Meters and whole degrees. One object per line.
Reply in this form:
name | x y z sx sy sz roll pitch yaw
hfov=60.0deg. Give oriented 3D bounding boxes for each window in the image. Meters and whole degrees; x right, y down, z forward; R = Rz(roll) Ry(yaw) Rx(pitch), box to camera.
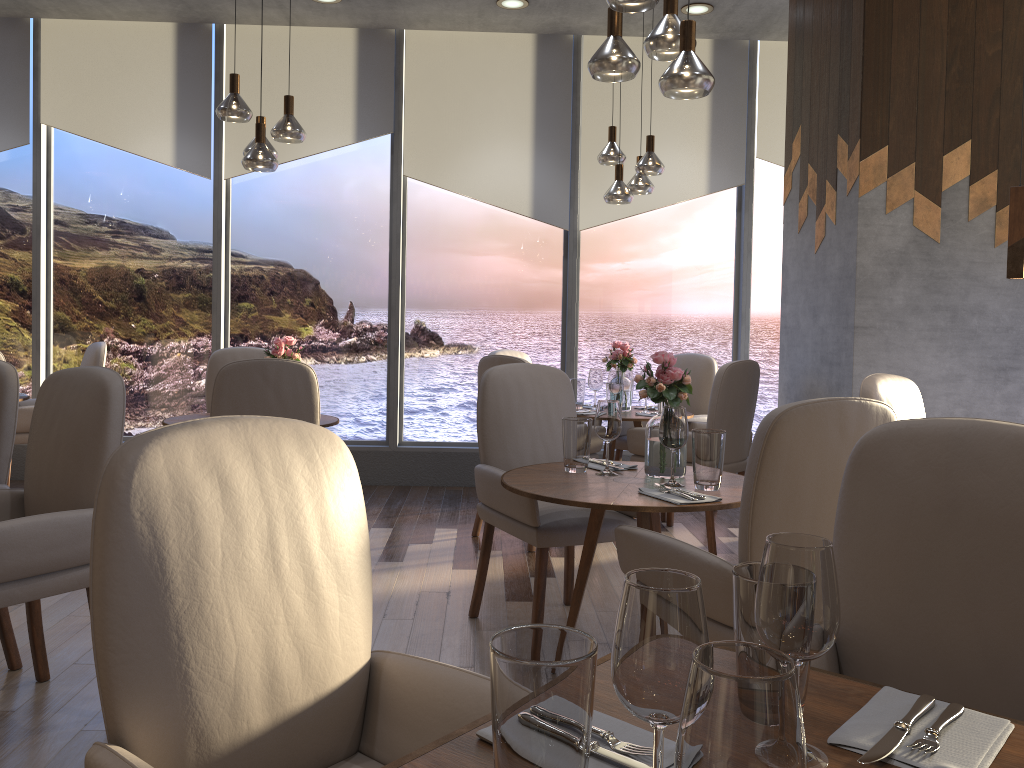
window | 0.246 -0.925 3.509 16.136 3.195 8.063 4 5 43

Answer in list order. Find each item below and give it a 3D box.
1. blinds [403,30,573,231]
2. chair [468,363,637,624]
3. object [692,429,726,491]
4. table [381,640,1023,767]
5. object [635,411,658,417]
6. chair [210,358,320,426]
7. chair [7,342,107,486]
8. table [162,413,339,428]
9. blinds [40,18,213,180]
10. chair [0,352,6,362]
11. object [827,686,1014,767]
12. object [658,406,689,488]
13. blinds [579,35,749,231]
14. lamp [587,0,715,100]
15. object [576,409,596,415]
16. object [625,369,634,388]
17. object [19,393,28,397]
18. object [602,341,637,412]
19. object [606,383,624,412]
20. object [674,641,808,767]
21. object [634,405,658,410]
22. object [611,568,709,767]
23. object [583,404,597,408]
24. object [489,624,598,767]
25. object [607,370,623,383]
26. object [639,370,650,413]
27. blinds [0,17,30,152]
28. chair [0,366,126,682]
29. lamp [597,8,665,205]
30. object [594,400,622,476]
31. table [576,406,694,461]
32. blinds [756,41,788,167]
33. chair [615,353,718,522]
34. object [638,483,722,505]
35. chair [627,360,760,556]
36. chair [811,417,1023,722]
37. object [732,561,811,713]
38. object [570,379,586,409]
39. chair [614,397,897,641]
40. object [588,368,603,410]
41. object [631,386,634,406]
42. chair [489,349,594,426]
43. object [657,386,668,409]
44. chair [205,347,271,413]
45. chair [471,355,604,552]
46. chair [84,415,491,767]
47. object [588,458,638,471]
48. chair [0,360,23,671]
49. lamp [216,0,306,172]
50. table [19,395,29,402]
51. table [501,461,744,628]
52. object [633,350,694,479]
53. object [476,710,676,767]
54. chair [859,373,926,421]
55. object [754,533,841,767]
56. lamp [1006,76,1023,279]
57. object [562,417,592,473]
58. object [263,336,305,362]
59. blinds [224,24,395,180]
blinds | -0.157 -2.431 6.218 1.173 2.678 0.007 1 2 -2
chair | 0.153 0.433 3.341 0.528 0.999 0.600 0 2 -26
object | 0.594 0.230 2.687 0.102 0.178 0.102 1 2 -10
table | 0.435 0.775 0.639 1.308 0.665 0.965 4 4 39
object | 0.801 0.168 4.997 0.157 0.019 0.255 -2 5 -42
chair | -1.085 0.376 3.830 0.528 0.999 0.600 0 2 -20
chair | -2.859 0.234 5.516 0.600 0.999 0.529 0 3 -35
table | -1.282 0.505 4.376 0.834 0.661 0.835 -1 4 -42
blinds | -2.661 -2.774 6.130 1.173 2.678 0.007 1 2 -2
chair | -2.966 0.282 4.713 0.528 0.999 0.600 -1 3 -39
object | 0.475 0.408 1.036 0.157 0.019 0.255 4 5 41
object | 0.498 0.192 2.736 0.092 0.244 0.092 3 3 44
blinds | 1.090 -2.408 6.256 1.173 2.678 0.007 1 2 -2
lamp | 0.444 -1.560 2.777 0.439 1.325 0.440 1 2 6
object | 0.425 0.157 5.044 0.157 0.019 0.255 5 5 44
object | 0.691 0.029 5.369 0.092 0.244 0.092 1 2 1
object | -3.077 0.066 5.362 0.255 0.019 0.157 -1 4 -33
object | 0.640 -0.048 5.226 0.210 0.415 0.198 3 3 36
object | 0.575 0.085 4.967 0.102 0.178 0.102 0 3 -30
object | 0.160 0.315 0.628 0.092 0.244 0.092 1 2 -6
object | 0.851 0.143 5.410 0.157 0.019 0.255 5 5 43
object | 0.137 0.302 0.826 0.092 0.244 0.092 1 2 1
object | 0.476 0.132 5.454 0.157 0.019 0.255 -2 5 -40
object | 0.028 0.332 0.839 0.102 0.178 0.102 0 2 -21
object | 0.590 0.046 5.074 0.092 0.244 0.092 0 2 -21
object | 0.782 0.045 5.158 0.092 0.244 0.092 2 2 28
blinds | -3.910 -2.652 6.096 1.173 2.678 0.007 1 2 -2
chair | -1.429 0.456 2.453 0.528 0.999 0.600 3 3 34
lamp | 0.702 -1.706 5.166 0.439 1.325 0.440 0 2 -35
object | 0.315 0.177 2.918 0.092 0.244 0.092 1 2 -8
table | 0.637 0.491 5.226 0.834 0.661 0.835 0 3 -15
blinds | 2.341 -2.576 6.289 1.173 2.678 0.007 1 2 -2
chair | 0.979 0.305 5.630 0.600 0.999 0.529 -1 3 -44
object | 0.472 0.314 2.575 0.157 0.019 0.255 -1 4 -26
chair | 0.999 0.356 4.821 0.600 0.999 0.528 3 3 42
chair | 0.626 0.570 1.326 0.528 0.999 0.600 3 3 36
object | 0.323 0.321 1.099 0.102 0.178 0.102 -1 3 -43
object | 0.389 0.060 5.310 0.102 0.178 0.102 2 2 16
chair | 0.623 0.509 2.279 0.528 0.999 0.600 0 2 -25
object | 0.497 0.031 5.285 0.092 0.244 0.092 0 2 -21
object | 0.702 0.056 5.479 0.102 0.178 0.102 2 2 9
chair | 0.155 0.289 5.617 0.600 0.999 0.528 3 3 42
object | 0.888 0.081 5.138 0.102 0.178 0.102 2 2 24
chair | -1.471 0.299 4.924 0.528 0.999 0.600 0 2 -21
chair | 0.133 0.338 4.835 0.600 0.999 0.529 -1 3 -45
chair | -0.226 0.563 1.148 0.600 0.999 0.528 3 3 41
object | 0.332 0.279 3.087 0.157 0.019 0.255 -1 4 -28
chair | -1.907 0.428 2.755 0.528 0.999 0.600 2 3 29
lamp | -1.220 -1.692 4.333 0.439 1.325 0.440 1 2 1
table | -3.319 0.411 5.216 0.834 0.661 0.835 1 3 -3
table | 0.375 0.637 2.829 0.834 0.661 0.835 0 3 -27
object | 0.498 0.095 2.918 0.210 0.415 0.198 -1 3 -44
object | 0.098 0.403 0.991 0.255 0.019 0.157 5 5 43
chair | 1.548 0.477 3.096 0.528 0.999 0.600 -1 3 -42
object | 0.317 0.295 0.989 0.092 0.244 0.092 1 2 -2
lamp | 2.032 -1.212 2.550 1.162 1.929 0.118 3 3 43
object | 0.216 0.204 2.966 0.102 0.178 0.102 0 2 -21
object | -1.136 -0.032 4.405 0.210 0.415 0.198 0 2 -29
blinds | -1.398 -2.750 6.170 1.173 2.678 0.007 1 2 -2
